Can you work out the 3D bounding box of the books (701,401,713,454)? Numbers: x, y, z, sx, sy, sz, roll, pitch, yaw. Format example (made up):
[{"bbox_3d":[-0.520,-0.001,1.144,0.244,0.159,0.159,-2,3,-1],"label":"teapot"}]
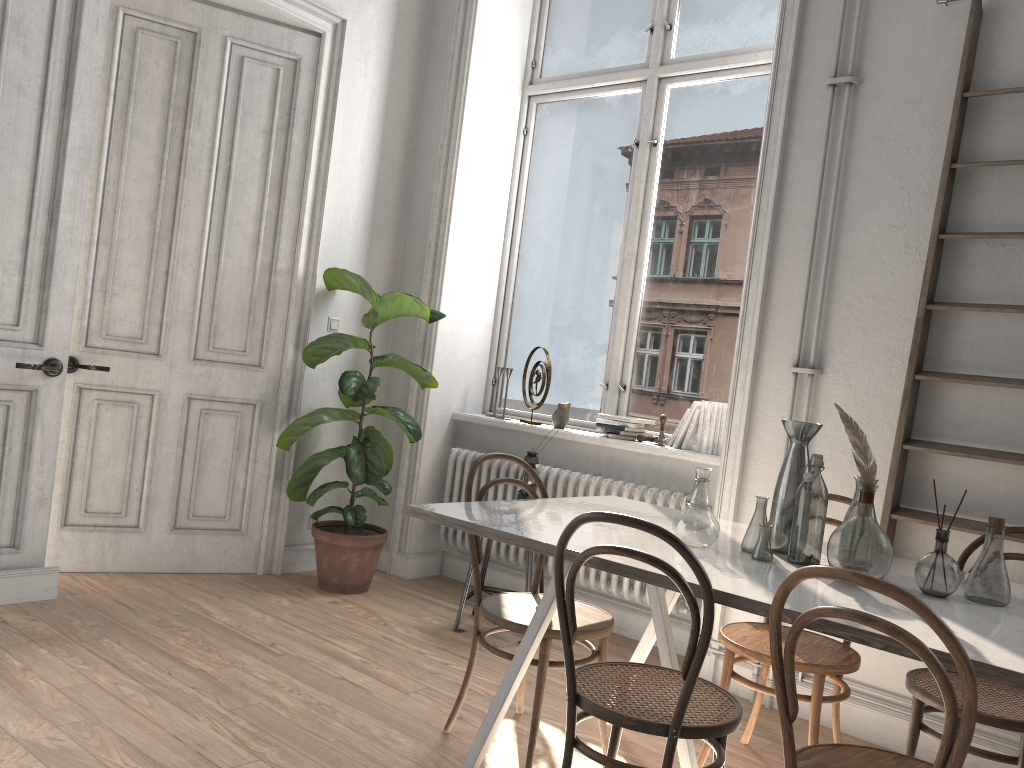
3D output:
[{"bbox_3d":[0.959,0.208,4.183,0.024,0.243,0.175,8,1,40],"label":"books"}]

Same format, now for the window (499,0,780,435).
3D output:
[{"bbox_3d":[0.719,-1.185,4.724,1.621,2.843,0.013,8,1,40],"label":"window"}]

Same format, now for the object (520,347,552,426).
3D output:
[{"bbox_3d":[0.134,0.007,4.857,0.087,0.425,0.347,7,1,-18],"label":"object"}]

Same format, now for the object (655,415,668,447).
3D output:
[{"bbox_3d":[0.728,0.224,4.299,0.048,0.153,0.088,7,1,10],"label":"object"}]

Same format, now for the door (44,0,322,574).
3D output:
[{"bbox_3d":[-1.606,-0.461,4.378,1.097,2.814,0.216,7,1,-26],"label":"door"}]

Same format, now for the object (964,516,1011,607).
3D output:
[{"bbox_3d":[1.190,0.435,2.200,0.101,0.212,0.101,7,1,-11],"label":"object"}]

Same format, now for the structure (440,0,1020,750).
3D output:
[{"bbox_3d":[1.803,-0.858,3.274,5.179,4.474,0.340,8,1,40],"label":"structure"}]

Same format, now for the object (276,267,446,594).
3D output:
[{"bbox_3d":[1.026,0.374,2.754,5.823,1.842,0.792,8,1,45],"label":"object"}]

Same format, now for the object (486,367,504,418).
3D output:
[{"bbox_3d":[-0.085,0.047,5.083,0.095,0.289,0.095,7,1,-19],"label":"object"}]

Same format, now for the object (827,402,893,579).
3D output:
[{"bbox_3d":[0.901,0.281,2.251,0.157,0.446,0.156,6,1,-32],"label":"object"}]

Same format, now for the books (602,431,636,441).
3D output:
[{"bbox_3d":[0.544,0.264,4.517,0.147,0.023,0.221,7,1,-2],"label":"books"}]

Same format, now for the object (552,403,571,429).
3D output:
[{"bbox_3d":[0.261,0.166,4.734,0.100,0.142,0.102,7,1,14],"label":"object"}]

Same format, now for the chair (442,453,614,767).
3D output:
[{"bbox_3d":[0.079,0.721,2.918,0.438,0.921,0.549,6,1,-42],"label":"chair"}]

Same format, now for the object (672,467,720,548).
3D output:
[{"bbox_3d":[0.527,0.346,2.502,0.132,0.219,0.132,8,1,29],"label":"object"}]

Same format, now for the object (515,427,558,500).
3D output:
[{"bbox_3d":[0.112,0.380,4.186,0.163,0.383,0.154,7,1,13],"label":"object"}]

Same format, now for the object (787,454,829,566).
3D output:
[{"bbox_3d":[0.817,0.342,2.429,0.086,0.301,0.086,8,1,25],"label":"object"}]

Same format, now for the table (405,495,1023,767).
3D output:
[{"bbox_3d":[0.830,0.889,2.316,2.199,0.780,1.100,8,1,40],"label":"table"}]

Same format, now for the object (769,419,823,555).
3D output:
[{"bbox_3d":[0.818,0.300,2.577,0.116,0.383,0.116,6,1,-39],"label":"object"}]

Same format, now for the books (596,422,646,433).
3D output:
[{"bbox_3d":[0.553,0.221,4.508,0.147,0.023,0.221,7,1,-34],"label":"books"}]

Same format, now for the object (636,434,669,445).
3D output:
[{"bbox_3d":[0.692,0.270,4.397,0.153,0.048,0.088,7,1,-11],"label":"object"}]

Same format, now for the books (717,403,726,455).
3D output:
[{"bbox_3d":[1.027,0.216,4.166,0.024,0.243,0.175,8,1,40],"label":"books"}]

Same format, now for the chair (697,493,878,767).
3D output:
[{"bbox_3d":[0.927,0.826,2.900,0.437,0.921,0.549,8,1,38],"label":"chair"}]

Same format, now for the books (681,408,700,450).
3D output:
[{"bbox_3d":[0.890,0.218,4.252,0.072,0.203,0.155,8,1,40],"label":"books"}]

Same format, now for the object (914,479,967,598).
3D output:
[{"bbox_3d":[1.070,0.385,2.205,0.106,0.283,0.107,8,1,35],"label":"object"}]

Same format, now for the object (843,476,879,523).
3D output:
[{"bbox_3d":[0.947,0.382,2.413,0.098,0.255,0.100,7,1,16],"label":"object"}]

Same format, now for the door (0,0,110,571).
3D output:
[{"bbox_3d":[-2.215,-0.528,3.376,0.216,2.814,1.097,8,1,41],"label":"door"}]

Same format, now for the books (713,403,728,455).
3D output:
[{"bbox_3d":[1.007,0.214,4.176,0.019,0.244,0.174,8,1,40],"label":"books"}]

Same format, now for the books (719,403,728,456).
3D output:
[{"bbox_3d":[1.029,0.217,4.136,0.019,0.244,0.174,8,1,40],"label":"books"}]

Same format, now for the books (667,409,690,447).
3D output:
[{"bbox_3d":[0.842,0.215,4.295,0.105,0.194,0.155,8,1,39],"label":"books"}]

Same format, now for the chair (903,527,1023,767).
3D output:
[{"bbox_3d":[1.414,0.890,2.596,0.549,0.921,0.437,6,1,-43],"label":"chair"}]

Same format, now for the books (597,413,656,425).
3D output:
[{"bbox_3d":[0.581,0.178,4.499,0.174,0.019,0.243,7,1,-40],"label":"books"}]

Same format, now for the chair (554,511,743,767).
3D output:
[{"bbox_3d":[0.326,0.758,2.180,0.437,0.921,0.549,8,1,35],"label":"chair"}]

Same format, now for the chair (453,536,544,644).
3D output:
[{"bbox_3d":[-0.026,0.894,4.171,0.364,0.523,0.360,7,1,13],"label":"chair"}]

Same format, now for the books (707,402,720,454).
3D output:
[{"bbox_3d":[0.981,0.210,4.175,0.019,0.244,0.174,8,1,40],"label":"books"}]

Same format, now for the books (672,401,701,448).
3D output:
[{"bbox_3d":[0.872,0.199,4.267,0.100,0.235,0.174,8,1,40],"label":"books"}]

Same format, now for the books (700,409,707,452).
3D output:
[{"bbox_3d":[0.946,0.225,4.205,0.020,0.205,0.155,8,1,40],"label":"books"}]

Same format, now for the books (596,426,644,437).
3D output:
[{"bbox_3d":[0.550,0.242,4.510,0.155,0.022,0.205,7,1,-30],"label":"books"}]

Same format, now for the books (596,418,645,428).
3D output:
[{"bbox_3d":[0.550,0.199,4.497,0.205,0.020,0.155,7,1,30],"label":"books"}]

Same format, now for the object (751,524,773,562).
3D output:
[{"bbox_3d":[0.684,0.430,2.407,0.058,0.094,0.058,7,1,-22],"label":"object"}]

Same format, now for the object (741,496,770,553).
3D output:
[{"bbox_3d":[0.701,0.399,2.519,0.083,0.158,0.083,8,1,35],"label":"object"}]

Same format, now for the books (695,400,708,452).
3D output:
[{"bbox_3d":[0.941,0.205,4.237,0.024,0.243,0.175,8,1,40],"label":"books"}]

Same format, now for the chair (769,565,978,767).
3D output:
[{"bbox_3d":[0.750,0.815,1.780,0.549,0.921,0.437,6,1,-39],"label":"chair"}]

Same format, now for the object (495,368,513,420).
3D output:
[{"bbox_3d":[-0.032,0.055,4.964,0.095,0.289,0.095,7,1,-28],"label":"object"}]
